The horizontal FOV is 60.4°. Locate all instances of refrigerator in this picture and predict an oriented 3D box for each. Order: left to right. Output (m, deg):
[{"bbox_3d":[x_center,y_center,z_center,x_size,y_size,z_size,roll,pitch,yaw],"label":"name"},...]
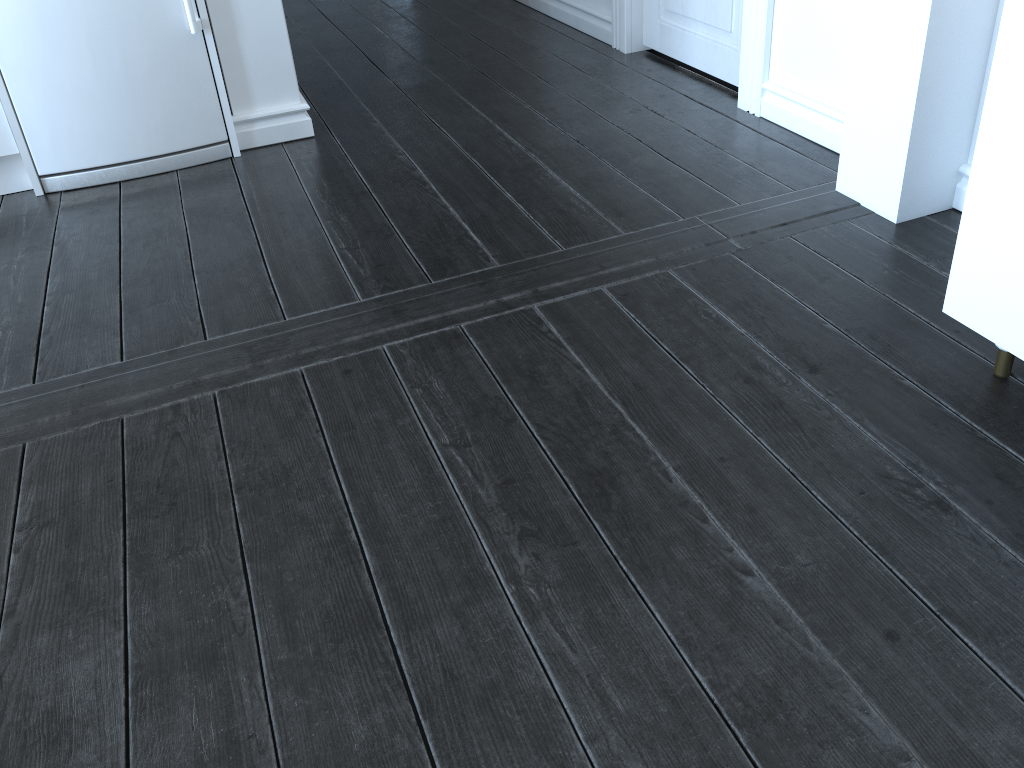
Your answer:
[{"bbox_3d":[-1.357,-1.554,2.622,0.581,1.709,0.712,-15,33,-16],"label":"refrigerator"}]

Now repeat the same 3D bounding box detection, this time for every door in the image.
[{"bbox_3d":[0.583,-2.167,2.721,0.117,2.348,1.089,-15,33,-15],"label":"door"}]

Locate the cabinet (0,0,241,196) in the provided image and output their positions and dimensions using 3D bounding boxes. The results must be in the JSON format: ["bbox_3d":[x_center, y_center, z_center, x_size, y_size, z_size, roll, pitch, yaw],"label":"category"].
[{"bbox_3d":[-2.860,-1.447,2.164,3.812,2.251,0.817,-14,33,-13],"label":"cabinet"}]

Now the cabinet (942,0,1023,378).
[{"bbox_3d":[1.226,-0.081,1.071,0.595,0.698,1.256,-15,35,-15],"label":"cabinet"}]

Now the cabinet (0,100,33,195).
[{"bbox_3d":[-3.111,-0.746,2.479,3.194,0.774,0.766,-11,33,-10],"label":"cabinet"}]
